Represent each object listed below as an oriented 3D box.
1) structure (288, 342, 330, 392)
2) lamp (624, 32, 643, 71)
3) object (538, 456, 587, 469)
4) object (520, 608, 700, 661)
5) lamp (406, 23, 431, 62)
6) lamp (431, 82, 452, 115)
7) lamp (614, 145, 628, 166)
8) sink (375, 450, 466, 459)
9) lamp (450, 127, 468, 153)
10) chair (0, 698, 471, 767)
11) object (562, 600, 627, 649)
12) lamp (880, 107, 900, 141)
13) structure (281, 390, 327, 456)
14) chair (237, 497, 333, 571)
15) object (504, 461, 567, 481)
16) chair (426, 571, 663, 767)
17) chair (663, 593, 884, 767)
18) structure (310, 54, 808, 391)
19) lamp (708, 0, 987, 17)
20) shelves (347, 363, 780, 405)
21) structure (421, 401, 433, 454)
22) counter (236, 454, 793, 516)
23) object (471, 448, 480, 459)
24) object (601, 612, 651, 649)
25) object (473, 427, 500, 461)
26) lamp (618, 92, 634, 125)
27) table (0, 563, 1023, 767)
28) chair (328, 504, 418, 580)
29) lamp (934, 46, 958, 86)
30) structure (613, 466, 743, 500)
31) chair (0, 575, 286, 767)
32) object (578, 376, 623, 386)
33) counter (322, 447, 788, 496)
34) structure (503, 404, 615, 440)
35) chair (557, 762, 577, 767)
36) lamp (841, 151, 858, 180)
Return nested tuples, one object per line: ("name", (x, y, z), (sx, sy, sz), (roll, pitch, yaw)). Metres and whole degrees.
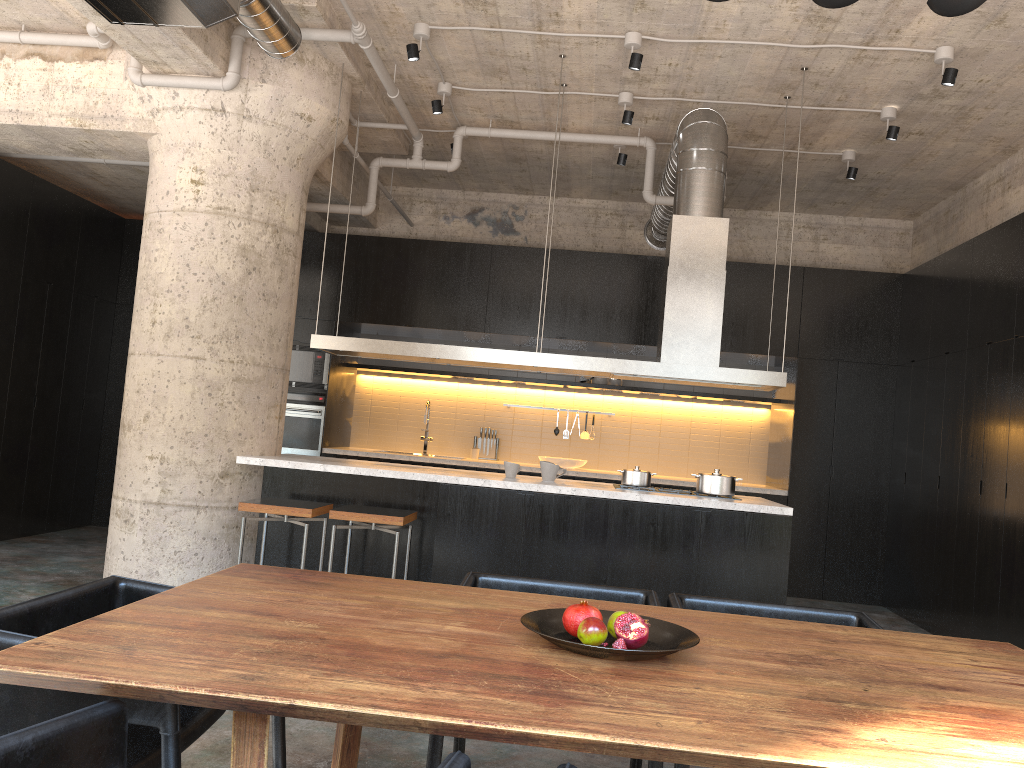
("structure", (-2.058, -0.155, 8.822), (0.659, 0.450, 0.612), (5, -3, 5))
("lamp", (0.751, -2.054, 5.500), (0.107, 0.236, 0.145), (6, -3, -12))
("object", (0.503, 0.791, 8.849), (0.490, 0.093, 0.490), (5, -3, 2))
("object", (0.237, 0.602, 2.169), (0.435, 0.079, 0.435), (2, -4, 41))
("lamp", (-0.600, -2.165, 5.646), (0.145, 0.236, 0.107), (6, -3, -12))
("lamp", (-0.526, -2.107, 6.576), (0.145, 0.236, 0.107), (6, -3, -12))
("lamp", (0.904, -1.936, 7.415), (0.107, 0.236, 0.145), (6, -3, -12))
("sink", (-0.931, 0.778, 8.947), (0.890, 0.134, 0.458), (5, -3, 5))
("lamp", (-0.450, -2.049, 7.519), (0.145, 0.236, 0.107), (6, -3, -12))
("chair", (-0.488, 0.921, 1.314), (0.707, 0.738, 0.754), (5, -3, 10))
("object", (0.215, 0.586, 2.162), (0.100, 0.097, 0.219), (8, -4, -41))
("lamp", (2.684, -1.842, 6.306), (0.107, 0.236, 0.145), (6, -3, -12))
("structure", (-2.111, 0.404, 8.745), (0.664, 0.651, 0.649), (5, -3, 5))
("chair", (-1.424, 1.085, 5.492), (0.450, 0.698, 0.450), (5, -3, 5))
("object", (0.158, 0.588, 6.079), (0.437, 0.133, 0.188), (5, -3, 6))
("chair", (0.129, 1.066, 2.970), (0.707, 0.738, 0.754), (5, -3, 5))
("chair", (0.856, 1.127, 2.899), (0.707, 0.738, 0.754), (5, -3, 5))
("structure", (0.313, -1.132, 6.108), (3.117, 2.100, 0.538), (5, -3, 5))
("lamp", (0.463, -1.718, 2.262), (1.813, 1.327, 0.583), (5, -3, 5))
("shelves", (0.493, 0.000, 9.118), (4.362, 0.043, 0.403), (5, -3, 5))
("structure", (-0.882, 0.447, 9.118), (0.125, 0.559, 0.269), (5, -3, 5))
("counter", (0.010, 0.662, 6.035), (3.500, 0.046, 1.000), (5, -3, 5))
("object", (-0.382, 0.714, 9.115), (0.092, 0.117, 0.092), (2, -4, 44))
("object", (0.283, 0.596, 2.138), (0.110, 0.082, 0.088), (2, -4, 45))
("object", (-0.266, 0.620, 9.213), (0.291, 0.336, 0.060), (5, -3, -1))
("lamp", (0.827, -1.995, 6.453), (0.107, 0.236, 0.145), (6, -3, -12))
("table", (0.228, 1.019, 2.123), (2.410, 0.756, 1.299), (5, -3, 5))
("chair", (-0.881, 1.134, 5.495), (0.450, 0.698, 0.450), (5, -3, 5))
("lamp", (2.606, -1.902, 5.333), (0.107, 0.236, 0.145), (6, -3, -12))
("structure", (1.120, 0.644, 6.034), (0.833, 0.187, 0.506), (5, -3, 5))
("chair", (-1.001, 0.925, 2.232), (0.754, 0.738, 0.707), (5, -3, 5))
("object", (0.915, -0.107, 9.072), (0.462, 0.240, 0.334), (5, -3, 2))
("counter", (0.388, 0.894, 8.783), (4.360, 0.142, 1.000), (5, -3, 5))
("structure", (0.477, 0.409, 9.258), (1.171, 0.315, 0.074), (5, -3, 5))
("chair", (0.347, 0.988, 1.193), (0.707, 0.738, 0.754), (5, -3, 10))
("lamp", (2.760, -1.783, 7.257), (0.107, 0.236, 0.145), (6, -3, -12))
